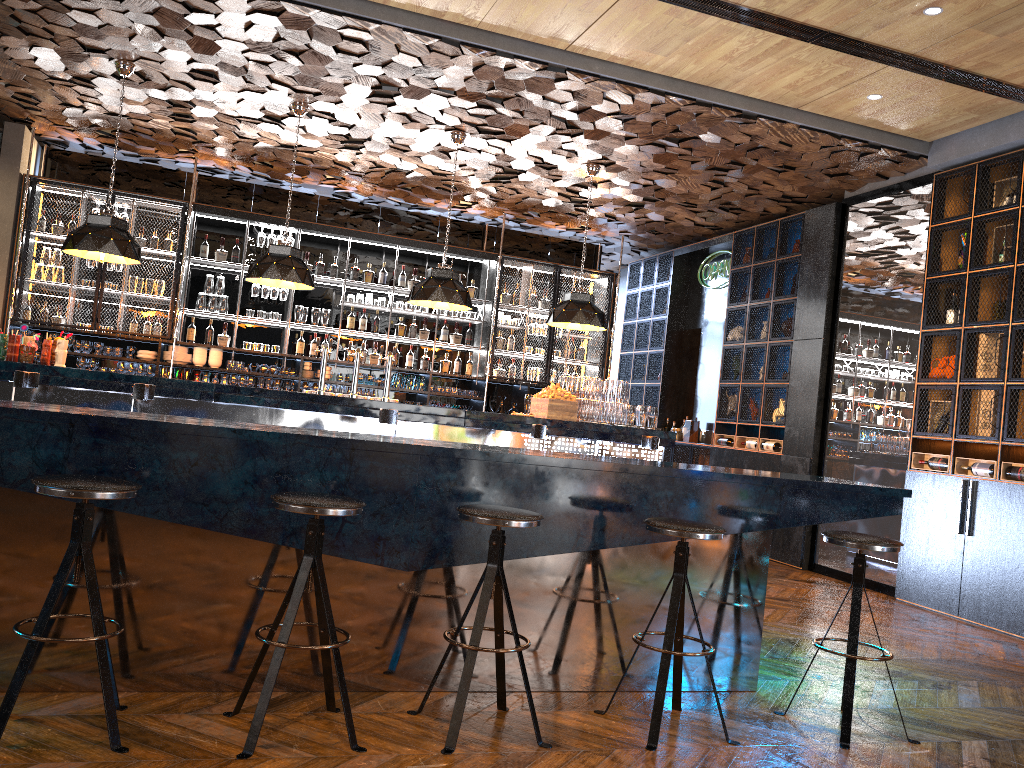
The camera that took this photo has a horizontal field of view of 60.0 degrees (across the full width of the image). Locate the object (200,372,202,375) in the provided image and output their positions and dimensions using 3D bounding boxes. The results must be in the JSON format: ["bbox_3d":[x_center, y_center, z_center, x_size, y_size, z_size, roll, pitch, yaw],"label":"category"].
[{"bbox_3d":[-3.448,-0.032,9.700,0.082,0.213,0.082,7,-2,-27],"label":"object"}]

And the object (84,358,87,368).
[{"bbox_3d":[-4.549,-0.168,9.381,0.077,0.229,0.088,6,-2,-3],"label":"object"}]

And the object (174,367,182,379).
[{"bbox_3d":[-3.620,-0.063,9.576,0.073,0.229,0.073,7,-2,-30],"label":"object"}]

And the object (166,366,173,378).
[{"bbox_3d":[-3.716,-0.072,9.597,0.073,0.229,0.073,7,-2,-30],"label":"object"}]

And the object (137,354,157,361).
[{"bbox_3d":[-3.908,-0.283,9.498,0.209,0.060,0.211,5,-2,31],"label":"object"}]

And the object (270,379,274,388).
[{"bbox_3d":[-2.745,0.051,10.005,0.092,0.218,0.092,5,-2,32],"label":"object"}]

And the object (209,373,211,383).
[{"bbox_3d":[-3.383,-0.021,9.816,0.082,0.213,0.082,6,-2,2],"label":"object"}]

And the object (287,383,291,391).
[{"bbox_3d":[-2.544,0.075,10.079,0.071,0.217,0.071,6,-2,-11],"label":"object"}]

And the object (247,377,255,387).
[{"bbox_3d":[-2.889,0.029,9.790,0.084,0.216,0.084,5,-2,24],"label":"object"}]

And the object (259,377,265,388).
[{"bbox_3d":[-2.788,0.037,9.858,0.071,0.226,0.071,4,-3,43],"label":"object"}]

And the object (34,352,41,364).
[{"bbox_3d":[-4.891,-0.214,9.100,0.091,0.227,0.091,5,-2,34],"label":"object"}]

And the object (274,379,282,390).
[{"bbox_3d":[-2.624,0.060,9.905,0.092,0.218,0.092,5,-2,32],"label":"object"}]

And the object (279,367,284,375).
[{"bbox_3d":[-2.577,-0.142,10.011,0.095,0.096,0.095,7,-2,-18],"label":"object"}]

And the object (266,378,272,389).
[{"bbox_3d":[-2.707,0.045,9.844,0.071,0.226,0.071,4,-3,43],"label":"object"}]

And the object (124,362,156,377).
[{"bbox_3d":[-4.090,-0.108,9.669,0.376,0.227,0.186,7,-2,-21],"label":"object"}]

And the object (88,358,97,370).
[{"bbox_3d":[-4.423,-0.157,9.333,0.088,0.229,0.077,7,-2,-19],"label":"object"}]

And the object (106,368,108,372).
[{"bbox_3d":[-4.386,-0.104,9.523,0.065,0.146,0.074,6,-2,11],"label":"object"}]

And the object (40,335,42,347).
[{"bbox_3d":[-5.007,-0.450,9.371,0.058,0.152,0.051,5,-2,32],"label":"object"}]

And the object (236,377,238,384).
[{"bbox_3d":[-3.101,0.009,9.860,0.084,0.216,0.084,6,-2,-7],"label":"object"}]

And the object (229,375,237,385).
[{"bbox_3d":[-3.063,0.008,9.732,0.084,0.216,0.084,7,-2,-30],"label":"object"}]

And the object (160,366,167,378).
[{"bbox_3d":[-3.750,-0.079,9.510,0.073,0.229,0.073,7,-2,-30],"label":"object"}]

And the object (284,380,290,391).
[{"bbox_3d":[-2.544,0.072,9.991,0.071,0.217,0.071,6,-2,-11],"label":"object"}]

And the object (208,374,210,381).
[{"bbox_3d":[-3.361,-0.022,9.727,0.082,0.213,0.082,8,-3,-43],"label":"object"}]

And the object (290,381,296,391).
[{"bbox_3d":[-2.473,0.079,9.974,0.071,0.217,0.071,6,-2,-11],"label":"object"}]

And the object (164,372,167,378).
[{"bbox_3d":[-3.777,-0.077,9.656,0.073,0.229,0.073,7,-2,-30],"label":"object"}]

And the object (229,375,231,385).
[{"bbox_3d":[-3.148,0.008,9.988,0.084,0.216,0.084,5,-2,20],"label":"object"}]

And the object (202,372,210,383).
[{"bbox_3d":[-3.338,-0.022,9.643,0.082,0.213,0.082,6,-2,10],"label":"object"}]

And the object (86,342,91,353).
[{"bbox_3d":[-4.493,-0.385,9.366,0.081,0.132,0.081,4,-3,43],"label":"object"}]

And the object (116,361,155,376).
[{"bbox_3d":[-4.026,-0.108,9.484,0.376,0.227,0.186,7,-2,-21],"label":"object"}]

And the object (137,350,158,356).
[{"bbox_3d":[-3.902,-0.323,9.499,0.211,0.060,0.209,5,-2,26],"label":"object"}]

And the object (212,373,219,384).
[{"bbox_3d":[-3.239,-0.011,9.676,0.082,0.213,0.082,5,-2,15],"label":"object"}]

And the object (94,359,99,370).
[{"bbox_3d":[-4.460,-0.156,9.451,0.088,0.229,0.077,7,-2,-17],"label":"object"}]

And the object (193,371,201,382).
[{"bbox_3d":[-3.421,-0.032,9.614,0.082,0.213,0.082,6,-2,10],"label":"object"}]

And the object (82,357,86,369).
[{"bbox_3d":[-4.519,-0.168,9.305,0.077,0.229,0.088,5,-2,31],"label":"object"}]

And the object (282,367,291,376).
[{"bbox_3d":[-2.519,-0.139,9.920,0.095,0.096,0.095,4,-3,45],"label":"object"}]

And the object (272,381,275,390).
[{"bbox_3d":[-2.715,0.059,10.130,0.092,0.218,0.092,5,-2,32],"label":"object"}]

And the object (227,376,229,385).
[{"bbox_3d":[-3.175,0.000,9.792,0.082,0.213,0.082,8,-3,-38],"label":"object"}]

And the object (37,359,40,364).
[{"bbox_3d":[-4.924,-0.214,9.203,0.091,0.227,0.091,5,-2,21],"label":"object"}]

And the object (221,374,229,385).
[{"bbox_3d":[-3.152,-0.001,9.704,0.082,0.213,0.082,6,-2,11],"label":"object"}]

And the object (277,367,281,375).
[{"bbox_3d":[-2.641,-0.143,10.164,0.095,0.096,0.095,6,-2,-2],"label":"object"}]

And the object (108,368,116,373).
[{"bbox_3d":[-4.231,-0.093,9.369,0.074,0.146,0.065,7,-2,-25],"label":"object"}]

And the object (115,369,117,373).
[{"bbox_3d":[-4.266,-0.094,9.470,0.065,0.146,0.074,6,-2,4],"label":"object"}]

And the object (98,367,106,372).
[{"bbox_3d":[-4.319,-0.104,9.334,0.074,0.146,0.065,8,-3,-42],"label":"object"}]

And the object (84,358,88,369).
[{"bbox_3d":[-4.579,-0.168,9.469,0.077,0.229,0.088,8,-3,-44],"label":"object"}]

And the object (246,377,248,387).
[{"bbox_3d":[-2.935,0.028,9.920,0.084,0.216,0.084,5,-2,23],"label":"object"}]

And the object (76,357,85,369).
[{"bbox_3d":[-4.491,-0.168,9.218,0.088,0.229,0.077,6,-2,-5],"label":"object"}]

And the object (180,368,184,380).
[{"bbox_3d":[-3.599,-0.058,9.656,0.073,0.229,0.073,7,-2,-30],"label":"object"}]

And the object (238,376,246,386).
[{"bbox_3d":[-2.974,0.018,9.761,0.084,0.216,0.084,6,-2,-4],"label":"object"}]

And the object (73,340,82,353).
[{"bbox_3d":[-4.546,-0.394,9.275,0.081,0.132,0.081,4,-3,43],"label":"object"}]

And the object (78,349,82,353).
[{"bbox_3d":[-4.594,-0.394,9.414,0.081,0.132,0.081,4,-3,43],"label":"object"}]

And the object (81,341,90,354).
[{"bbox_3d":[-4.451,-0.385,9.253,0.081,0.132,0.081,4,-3,43],"label":"object"}]

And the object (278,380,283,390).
[{"bbox_3d":[-2.644,0.062,10.013,0.092,0.218,0.092,5,-2,32],"label":"object"}]

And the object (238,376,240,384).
[{"bbox_3d":[-3.014,0.019,9.886,0.084,0.216,0.084,7,-2,-26],"label":"object"}]

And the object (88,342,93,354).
[{"bbox_3d":[-4.532,-0.385,9.489,0.081,0.132,0.081,4,-3,43],"label":"object"}]

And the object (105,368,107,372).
[{"bbox_3d":[-4.355,-0.104,9.431,0.065,0.146,0.074,6,-2,-7],"label":"object"}]

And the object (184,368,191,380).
[{"bbox_3d":[-3.526,-0.052,9.604,0.073,0.229,0.073,7,-2,-30],"label":"object"}]

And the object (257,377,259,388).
[{"bbox_3d":[-2.879,0.036,10.098,0.071,0.226,0.071,4,-3,43],"label":"object"}]

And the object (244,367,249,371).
[{"bbox_3d":[-2.936,-0.162,9.805,0.049,0.048,0.044,5,-2,24],"label":"object"}]
